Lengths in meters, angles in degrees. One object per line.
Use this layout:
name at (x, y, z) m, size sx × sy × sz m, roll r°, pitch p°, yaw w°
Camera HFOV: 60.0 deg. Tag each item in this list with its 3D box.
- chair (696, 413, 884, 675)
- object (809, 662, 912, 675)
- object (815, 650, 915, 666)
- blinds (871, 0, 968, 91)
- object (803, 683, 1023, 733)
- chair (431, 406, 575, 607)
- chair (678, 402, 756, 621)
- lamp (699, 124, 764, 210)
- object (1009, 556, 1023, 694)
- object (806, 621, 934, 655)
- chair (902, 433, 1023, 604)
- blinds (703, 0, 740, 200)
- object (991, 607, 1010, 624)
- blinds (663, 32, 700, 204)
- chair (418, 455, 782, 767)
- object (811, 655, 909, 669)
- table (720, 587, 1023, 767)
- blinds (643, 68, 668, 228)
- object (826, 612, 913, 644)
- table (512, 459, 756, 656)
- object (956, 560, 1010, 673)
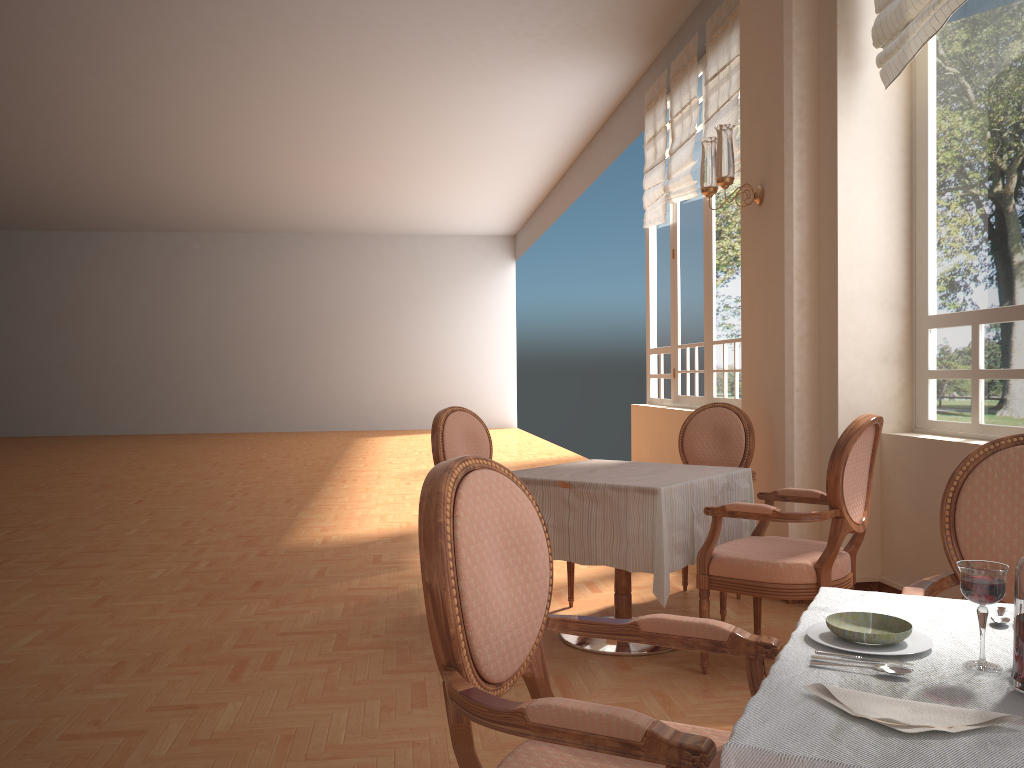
chair at (1.019, 0.566, 3.197) m, size 0.593 × 0.931 × 0.521 m, roll 0°, pitch 1°, yaw 38°
object at (0.453, 0.369, 1.155) m, size 0.125 × 0.006 × 0.027 m, roll 0°, pitch 1°, yaw 26°
object at (0.475, 0.369, 1.196) m, size 0.127 × 0.004 × 0.013 m, roll 0°, pitch 1°, yaw 27°
blinds at (1.638, -1.935, 3.436) m, size 0.072 × 1.376 × 0.843 m, roll -1°, pitch 1°, yaw -7°
object at (0.436, 0.367, 0.991) m, size 0.234 × 0.012 × 0.095 m, roll 0°, pitch 1°, yaw 31°
chair at (-0.067, 0.570, 4.050) m, size 0.593 × 0.931 × 0.521 m, roll 0°, pitch 1°, yaw 38°
chair at (0.870, 0.559, 4.175) m, size 0.521 × 0.931 × 0.593 m, roll 0°, pitch 1°, yaw 38°
lamp at (1.089, -1.054, 4.363) m, size 0.274 × 0.362 × 0.320 m, roll -1°, pitch 1°, yaw -7°
object at (0.643, 0.260, 1.072) m, size 0.074 × 0.222 × 0.074 m, roll -1°, pitch 1°, yaw -28°
object at (0.516, 0.368, 1.284) m, size 0.171 × 0.005 × 0.171 m, roll 0°, pitch 1°, yaw 30°
chair at (1.049, 0.577, 1.742) m, size 0.521 × 0.931 × 0.593 m, roll 0°, pitch 1°, yaw 26°
blinds at (1.445, -1.993, 6.145) m, size 0.054 × 1.301 × 0.689 m, roll -1°, pitch 1°, yaw -7°
object at (0.771, 0.364, 1.400) m, size 0.027 × 0.006 × 0.125 m, roll 0°, pitch 1°, yaw 29°
blinds at (1.332, -2.031, 6.992) m, size 0.085 × 1.236 × 0.699 m, roll -1°, pitch 1°, yaw -7°
chair at (0.154, 0.589, 1.436) m, size 0.593 × 0.931 × 0.521 m, roll 0°, pitch 1°, yaw 26°
object at (0.463, 0.371, 1.179) m, size 0.125 × 0.002 × 0.016 m, roll 0°, pitch 1°, yaw 27°
table at (0.742, 0.710, 1.116) m, size 0.829 × 0.680 × 0.836 m, roll 0°, pitch 1°, yaw 27°
blinds at (1.250, -2.008, 7.777) m, size 0.038 × 1.293 × 0.689 m, roll -1°, pitch 1°, yaw -7°
object at (0.516, 0.357, 1.284) m, size 0.117 × 0.024 × 0.117 m, roll -1°, pitch 0°, yaw 3°
table at (0.452, 0.694, 3.620) m, size 0.829 × 0.677 × 0.831 m, roll 0°, pitch 1°, yaw 38°
object at (0.615, 0.303, 1.158) m, size 0.062 × 0.135 × 0.062 m, roll 0°, pitch 1°, yaw 24°
